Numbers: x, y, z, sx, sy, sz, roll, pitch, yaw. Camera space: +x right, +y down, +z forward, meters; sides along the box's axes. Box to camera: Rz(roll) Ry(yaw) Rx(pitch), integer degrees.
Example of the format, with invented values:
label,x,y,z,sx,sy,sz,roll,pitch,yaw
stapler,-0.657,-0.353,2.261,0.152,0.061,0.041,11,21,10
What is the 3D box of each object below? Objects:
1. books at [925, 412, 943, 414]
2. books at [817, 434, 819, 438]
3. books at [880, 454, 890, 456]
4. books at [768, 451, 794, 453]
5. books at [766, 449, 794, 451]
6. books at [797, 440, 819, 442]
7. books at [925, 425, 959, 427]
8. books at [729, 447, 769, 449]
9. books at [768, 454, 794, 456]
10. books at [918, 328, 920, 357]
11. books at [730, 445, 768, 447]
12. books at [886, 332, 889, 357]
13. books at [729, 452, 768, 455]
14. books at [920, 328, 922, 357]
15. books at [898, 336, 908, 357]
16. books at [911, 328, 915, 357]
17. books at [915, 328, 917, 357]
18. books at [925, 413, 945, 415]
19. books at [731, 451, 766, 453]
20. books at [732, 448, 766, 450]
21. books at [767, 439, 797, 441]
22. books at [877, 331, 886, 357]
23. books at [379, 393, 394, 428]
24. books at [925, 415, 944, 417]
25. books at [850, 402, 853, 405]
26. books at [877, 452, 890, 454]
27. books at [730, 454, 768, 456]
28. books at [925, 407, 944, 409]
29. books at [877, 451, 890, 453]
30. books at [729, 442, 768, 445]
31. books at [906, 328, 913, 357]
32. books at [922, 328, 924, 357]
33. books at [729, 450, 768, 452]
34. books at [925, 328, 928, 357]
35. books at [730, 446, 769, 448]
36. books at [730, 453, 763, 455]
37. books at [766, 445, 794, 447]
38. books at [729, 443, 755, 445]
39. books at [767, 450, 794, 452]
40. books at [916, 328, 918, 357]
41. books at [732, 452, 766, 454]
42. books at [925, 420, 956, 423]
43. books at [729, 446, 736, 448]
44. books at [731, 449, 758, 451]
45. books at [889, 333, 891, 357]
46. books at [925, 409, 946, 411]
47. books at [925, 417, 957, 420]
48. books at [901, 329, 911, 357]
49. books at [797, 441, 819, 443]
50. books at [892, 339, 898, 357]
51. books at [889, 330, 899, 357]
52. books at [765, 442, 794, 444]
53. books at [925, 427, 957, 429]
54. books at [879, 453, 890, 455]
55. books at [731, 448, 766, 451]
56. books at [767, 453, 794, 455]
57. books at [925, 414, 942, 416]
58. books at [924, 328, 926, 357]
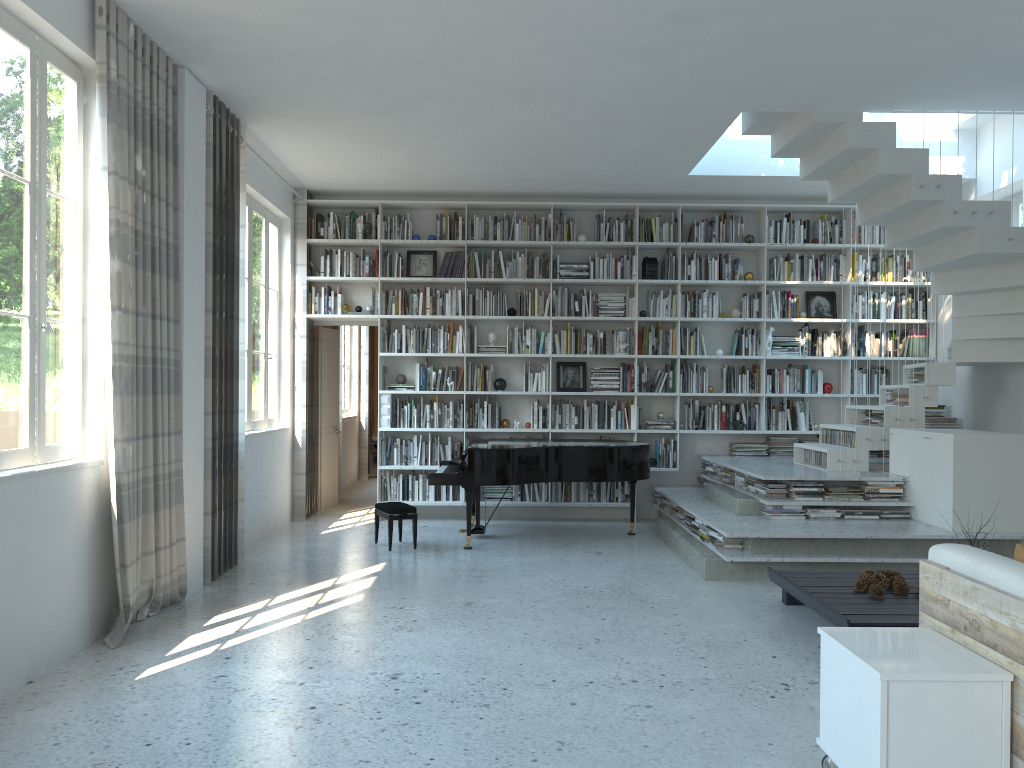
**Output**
label,x,y,z,sx,sy,sz,roll,pitch,yaw
books,3.986,0.275,8.475,0.215,0.011,0.121,0,0,-6
books,3.192,0.525,8.861,0.204,0.036,0.266,0,0,0
books,3.865,0.713,8.902,0.327,0.008,0.207,0,0,4
books,2.704,0.678,8.888,0.285,0.007,0.159,0,0,4
books,2.704,0.664,8.895,0.285,0.007,0.159,0,0,1
books,3.074,0.576,8.899,0.368,0.007,0.205,0,0,1
books,3.983,0.392,8.247,0.296,0.013,0.128,0,0,-3
books,2.371,0.641,8.889,0.345,0.007,0.193,0,0,-4
books,2.701,0.712,8.900,0.285,0.007,0.159,0,0,-1
books,4.044,-0.407,8.887,0.018,0.293,0.169,0,0,-1
books,2.371,0.619,8.892,0.345,0.007,0.193,0,0,1
books,3.747,-0.389,8.905,0.012,0.254,0.161,0,0,-1
books,2.366,0.694,8.884,0.345,0.007,0.193,0,0,4
books,4.063,-0.407,8.891,0.018,0.293,0.169,0,0,-1
books,3.887,-0.366,8.888,0.088,0.217,0.167,0,0,-1
books,3.990,-0.407,8.877,0.018,0.293,0.169,0,0,-1
books,4.008,-0.407,8.891,0.018,0.293,0.169,0,0,-1
books,3.986,0.284,8.473,0.227,0.009,0.144,0,0,-1
books,2.366,0.679,8.892,0.308,0.008,0.195,0,0,1
books,2.371,0.649,8.884,0.308,0.008,0.195,0,0,4
books,2.705,0.561,8.888,0.254,0.006,0.161,0,0,-6
books,3.703,-0.392,8.897,0.029,0.259,0.171,0,0,-1
books,-1.244,0.263,8.807,0.106,0.340,0.307,0,0,-1
books,3.986,0.304,8.465,0.192,0.008,0.160,0,0,-1
books,3.357,0.321,8.825,0.011,0.293,0.144,0,0,-1
books,3.865,0.689,8.904,0.368,0.007,0.205,0,0,5
books,2.366,0.709,8.887,0.345,0.007,0.193,0,0,3
books,3.986,0.229,8.477,0.232,0.025,0.123,0,0,-4
books,3.866,0.682,8.907,0.327,0.008,0.207,0,0,2
books,2.371,0.597,8.892,0.345,0.007,0.193,0,0,1
books,3.966,-0.407,8.890,0.033,0.294,0.169,0,0,-1
books,4.081,-0.406,8.886,0.018,0.293,0.169,0,0,-1
books,2.368,0.672,8.892,0.345,0.007,0.193,0,0,-3
books,4.117,-0.406,8.881,0.018,0.293,0.169,0,0,-1
books,2.371,0.627,8.883,0.345,0.007,0.193,0,0,-6
books,2.366,0.702,8.887,0.308,0.008,0.195,0,0,-5
books,2.704,0.623,8.897,0.285,0.007,0.159,0,0,0
books,2.371,0.604,8.892,0.345,0.007,0.193,0,0,-3
books,2.704,0.671,8.891,0.254,0.007,0.161,0,0,-5
books,4.026,-0.407,8.891,0.018,0.293,0.169,0,0,-1
books,2.366,0.687,8.887,0.308,0.008,0.195,0,0,3
books,3.983,0.349,8.265,0.234,0.025,0.157,0,0,-5
books,2.371,0.634,8.892,0.345,0.007,0.193,0,0,1
books,2.368,0.664,8.884,0.308,0.008,0.195,0,0,-6
books,3.766,-0.386,8.908,0.025,0.249,0.134,0,0,-1
books,3.986,0.249,8.465,0.235,0.014,0.155,0,0,0
books,3.983,0.323,8.270,0.267,0.026,0.161,0,0,4
books,3.928,-0.405,8.890,0.072,0.291,0.169,0,0,-1
books,3.074,0.584,8.889,0.368,0.007,0.205,0,0,-6
books,3.804,-0.352,8.871,0.024,0.181,0.191,0,0,-1
books,3.830,-0.400,8.899,0.026,0.278,0.170,0,0,-1
books,2.701,0.593,8.897,0.285,0.005,0.159,0,0,0
books,3.982,0.409,8.273,0.251,0.008,0.184,0,0,0
books,3.865,0.705,8.907,0.327,0.008,0.207,0,0,2
books,2.368,0.657,8.897,0.308,0.008,0.195,0,0,-1
books,2.702,0.698,8.900,0.254,0.007,0.161,0,0,-1
books,3.986,0.294,8.476,0.182,0.011,0.131,0,0,-3
books,4.099,-0.406,8.892,0.018,0.293,0.169,0,0,-1
